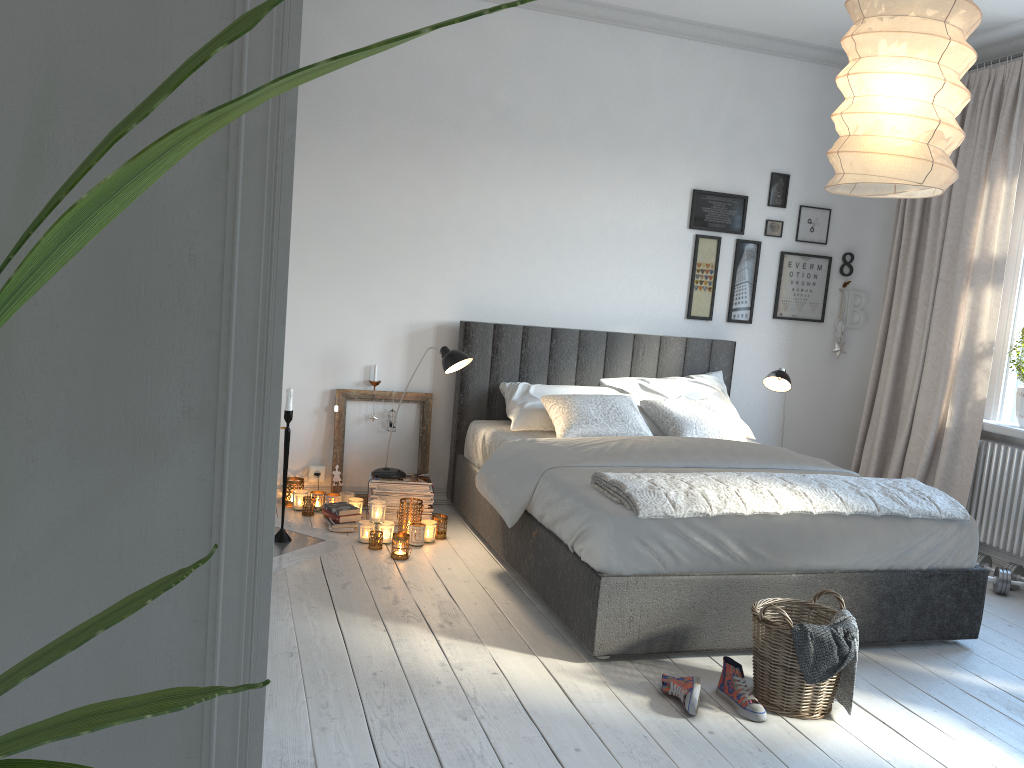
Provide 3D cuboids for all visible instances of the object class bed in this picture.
[{"bbox_3d":[0.794,0.347,4.178,1.889,1.049,2.171,3,7,-18],"label":"bed"}]

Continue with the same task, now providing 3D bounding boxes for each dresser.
[{"bbox_3d":[-0.769,-0.095,1.643,0.631,2.167,1.429,3,7,-18],"label":"dresser"}]

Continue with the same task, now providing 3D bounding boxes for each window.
[{"bbox_3d":[3.629,-1.038,7.871,11.969,7.025,7.960,3,7,-18],"label":"window"}]

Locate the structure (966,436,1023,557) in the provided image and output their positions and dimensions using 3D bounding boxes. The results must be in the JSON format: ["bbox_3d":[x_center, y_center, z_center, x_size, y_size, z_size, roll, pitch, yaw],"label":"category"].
[{"bbox_3d":[2.762,0.639,4.418,0.195,0.548,1.502,3,7,-18],"label":"structure"}]

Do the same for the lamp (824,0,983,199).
[{"bbox_3d":[1.063,-1.128,2.312,0.338,1.234,0.340,7,7,13],"label":"lamp"}]

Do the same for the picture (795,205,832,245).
[{"bbox_3d":[1.874,-0.987,5.511,0.225,0.221,0.010,3,7,-18],"label":"picture"}]

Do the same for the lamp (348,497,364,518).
[{"bbox_3d":[-0.812,0.644,4.593,0.080,0.099,0.080,11,9,43],"label":"lamp"}]

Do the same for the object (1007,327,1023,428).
[{"bbox_3d":[2.769,-0.049,4.628,0.216,0.575,0.384,0,9,-37],"label":"object"}]

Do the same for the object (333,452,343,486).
[{"bbox_3d":[-0.939,0.441,4.793,0.062,0.221,0.028,2,8,-23],"label":"object"}]

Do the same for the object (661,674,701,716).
[{"bbox_3d":[0.528,0.963,2.784,0.120,0.084,0.222,6,6,11],"label":"object"}]

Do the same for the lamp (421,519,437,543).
[{"bbox_3d":[-0.404,0.713,4.284,0.080,0.099,0.080,7,7,16],"label":"lamp"}]

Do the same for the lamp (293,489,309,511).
[{"bbox_3d":[-1.114,0.611,4.660,0.080,0.099,0.080,11,9,43],"label":"lamp"}]

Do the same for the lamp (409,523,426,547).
[{"bbox_3d":[-0.452,0.717,4.211,0.080,0.099,0.080,7,7,16],"label":"lamp"}]

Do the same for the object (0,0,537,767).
[{"bbox_3d":[-0.494,0.354,0.683,1.043,1.557,0.288,6,7,12],"label":"object"}]

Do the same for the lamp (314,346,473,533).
[{"bbox_3d":[-0.636,0.243,4.542,0.825,0.938,0.449,5,7,0],"label":"lamp"}]

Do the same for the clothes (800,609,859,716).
[{"bbox_3d":[0.951,0.869,2.835,0.283,0.289,0.234,8,7,21],"label":"clothes"}]

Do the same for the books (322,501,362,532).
[{"bbox_3d":[-0.842,0.663,4.416,0.175,0.096,0.262,2,7,-23],"label":"books"}]

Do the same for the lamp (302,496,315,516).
[{"bbox_3d":[-1.051,0.631,4.566,0.063,0.092,0.072,7,7,15],"label":"lamp"}]

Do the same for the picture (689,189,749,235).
[{"bbox_3d":[1.238,-1.027,5.305,0.366,0.232,0.020,3,7,-18],"label":"picture"}]

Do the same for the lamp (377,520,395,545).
[{"bbox_3d":[-0.600,0.704,4.205,0.080,0.099,0.080,7,7,16],"label":"lamp"}]

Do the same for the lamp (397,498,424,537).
[{"bbox_3d":[-0.494,0.657,4.308,0.117,0.189,0.121,8,8,25],"label":"lamp"}]

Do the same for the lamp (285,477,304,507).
[{"bbox_3d":[-1.167,0.577,4.739,0.107,0.141,0.107,-2,10,-45],"label":"lamp"}]

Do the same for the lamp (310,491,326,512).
[{"bbox_3d":[-1.023,0.618,4.667,0.080,0.099,0.080,11,9,43],"label":"lamp"}]

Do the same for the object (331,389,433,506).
[{"bbox_3d":[-0.714,0.354,4.872,0.528,0.632,0.082,3,7,-18],"label":"object"}]

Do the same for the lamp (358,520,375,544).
[{"bbox_3d":[-0.687,0.699,4.183,0.080,0.099,0.080,7,7,16],"label":"lamp"}]

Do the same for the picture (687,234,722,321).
[{"bbox_3d":[1.157,-0.639,5.339,0.165,0.505,0.020,3,7,-18],"label":"picture"}]

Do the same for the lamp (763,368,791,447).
[{"bbox_3d":[1.636,0.362,5.266,0.800,0.938,0.449,0,8,-35],"label":"lamp"}]

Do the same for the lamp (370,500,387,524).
[{"bbox_3d":[-0.634,0.604,4.185,0.080,0.099,0.080,8,7,25],"label":"lamp"}]

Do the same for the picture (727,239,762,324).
[{"bbox_3d":[1.421,-0.625,5.422,0.165,0.505,0.020,3,7,-18],"label":"picture"}]

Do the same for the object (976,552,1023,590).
[{"bbox_3d":[2.407,0.930,4.409,0.129,0.129,0.328,1,8,-33],"label":"object"}]

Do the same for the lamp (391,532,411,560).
[{"bbox_3d":[-0.503,0.731,3.995,0.081,0.107,0.081,-1,9,-41],"label":"lamp"}]

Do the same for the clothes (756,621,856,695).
[{"bbox_3d":[0.934,0.859,2.790,0.246,0.270,0.297,3,7,-17],"label":"clothes"}]

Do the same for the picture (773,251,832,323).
[{"bbox_3d":[1.819,-0.604,5.549,0.365,0.416,0.021,3,7,-18],"label":"picture"}]

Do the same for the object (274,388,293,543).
[{"bbox_3d":[-1.036,0.367,4.060,0.091,0.720,0.091,4,7,-9],"label":"object"}]

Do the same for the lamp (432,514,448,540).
[{"bbox_3d":[-0.359,0.704,4.367,0.080,0.107,0.080,-2,10,-45],"label":"lamp"}]

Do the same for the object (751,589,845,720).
[{"bbox_3d":[0.918,0.855,2.845,0.319,0.352,0.319,7,7,14],"label":"object"}]

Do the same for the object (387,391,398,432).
[{"bbox_3d":[-0.653,0.148,4.869,0.062,0.228,0.062,6,7,6],"label":"object"}]

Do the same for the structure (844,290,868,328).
[{"bbox_3d":[2.214,-0.477,5.690,0.146,0.239,0.024,3,7,-18],"label":"structure"}]

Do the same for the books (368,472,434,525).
[{"bbox_3d":[-0.576,0.594,4.621,0.346,0.233,0.244,4,7,-9],"label":"books"}]

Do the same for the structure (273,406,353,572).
[{"bbox_3d":[-1.322,-0.635,3.975,1.246,2.842,0.799,9,8,27],"label":"structure"}]

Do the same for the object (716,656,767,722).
[{"bbox_3d":[0.732,0.961,2.799,0.083,0.123,0.222,3,7,-18],"label":"object"}]

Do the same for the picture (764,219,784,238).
[{"bbox_3d":[1.606,-0.953,5.433,0.119,0.098,0.010,3,7,-18],"label":"picture"}]

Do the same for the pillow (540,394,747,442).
[{"bbox_3d":[0.707,0.184,4.579,1.147,0.226,0.414,2,7,-25],"label":"pillow"}]

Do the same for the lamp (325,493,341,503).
[{"bbox_3d":[-0.940,0.628,4.641,0.080,0.099,0.080,11,9,43],"label":"lamp"}]

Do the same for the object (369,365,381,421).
[{"bbox_3d":[-0.752,0.048,4.840,0.067,0.321,0.067,9,8,31],"label":"object"}]

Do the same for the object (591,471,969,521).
[{"bbox_3d":[1.036,0.416,3.373,1.460,0.104,0.404,3,6,-18],"label":"object"}]

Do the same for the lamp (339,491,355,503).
[{"bbox_3d":[-0.878,0.627,4.706,0.080,0.099,0.080,9,8,28],"label":"lamp"}]

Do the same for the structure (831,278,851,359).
[{"bbox_3d":[2.091,-0.413,5.634,0.134,0.515,0.078,1,8,-30],"label":"structure"}]

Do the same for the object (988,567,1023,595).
[{"bbox_3d":[2.422,0.951,4.221,0.328,0.129,0.129,7,7,17],"label":"object"}]

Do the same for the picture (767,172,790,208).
[{"bbox_3d":[1.627,-1.181,5.405,0.128,0.202,0.011,3,7,-18],"label":"picture"}]

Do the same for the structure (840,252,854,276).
[{"bbox_3d":[2.123,-0.757,5.616,0.096,0.151,0.014,3,7,-18],"label":"structure"}]

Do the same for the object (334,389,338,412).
[{"bbox_3d":[-0.946,0.087,4.770,0.024,0.127,0.023,0,9,-34],"label":"object"}]

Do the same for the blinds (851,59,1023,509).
[{"bbox_3d":[2.368,-0.419,5.035,0.225,2.653,0.829,3,7,-17],"label":"blinds"}]

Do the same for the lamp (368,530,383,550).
[{"bbox_3d":[-0.630,0.723,4.097,0.067,0.079,0.069,8,7,24],"label":"lamp"}]
